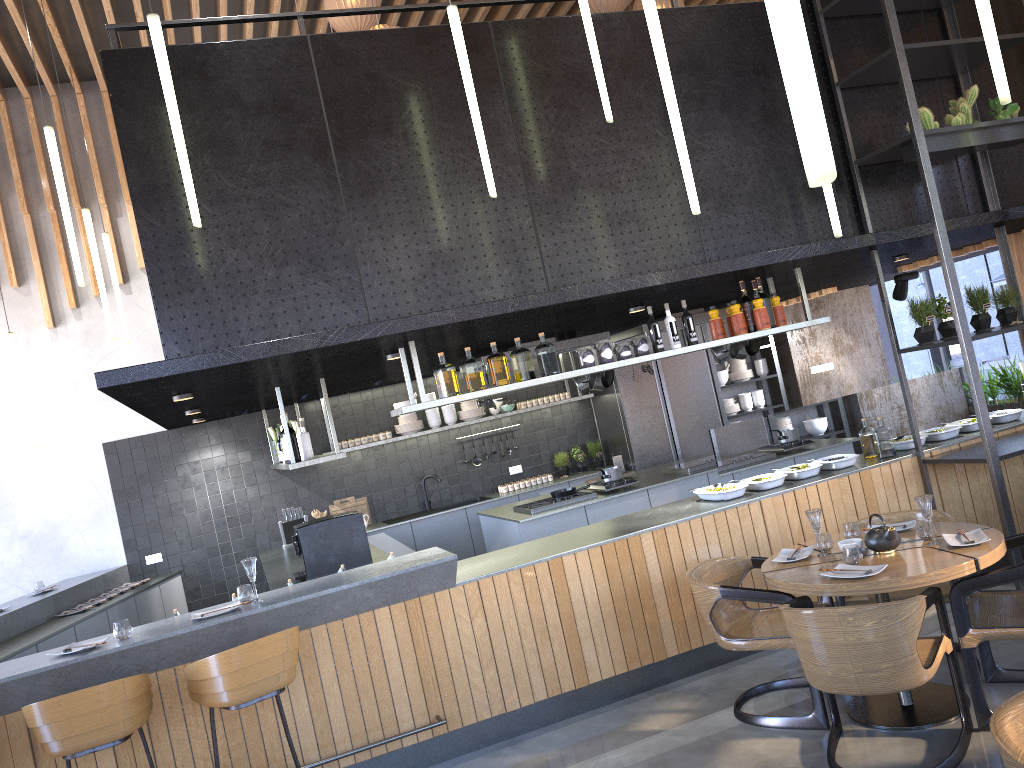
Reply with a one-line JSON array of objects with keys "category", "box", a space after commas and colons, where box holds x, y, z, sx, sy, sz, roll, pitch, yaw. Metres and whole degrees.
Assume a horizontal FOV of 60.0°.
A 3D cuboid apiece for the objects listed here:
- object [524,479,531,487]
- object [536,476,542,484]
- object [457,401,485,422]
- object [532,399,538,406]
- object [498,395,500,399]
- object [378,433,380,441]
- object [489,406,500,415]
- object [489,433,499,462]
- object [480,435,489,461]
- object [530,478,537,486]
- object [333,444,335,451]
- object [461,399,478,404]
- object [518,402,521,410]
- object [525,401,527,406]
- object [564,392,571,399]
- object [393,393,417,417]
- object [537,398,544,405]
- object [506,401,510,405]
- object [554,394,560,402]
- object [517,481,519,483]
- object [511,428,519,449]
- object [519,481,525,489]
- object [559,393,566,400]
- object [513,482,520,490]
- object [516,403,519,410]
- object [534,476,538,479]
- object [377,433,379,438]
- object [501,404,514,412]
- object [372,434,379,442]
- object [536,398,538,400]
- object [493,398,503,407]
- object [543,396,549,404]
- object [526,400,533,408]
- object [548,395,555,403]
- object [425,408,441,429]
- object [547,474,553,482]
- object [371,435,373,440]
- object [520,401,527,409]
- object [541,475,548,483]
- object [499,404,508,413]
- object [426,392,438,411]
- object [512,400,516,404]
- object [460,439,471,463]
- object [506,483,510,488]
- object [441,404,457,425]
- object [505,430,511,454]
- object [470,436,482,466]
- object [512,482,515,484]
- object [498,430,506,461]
[{"category": "object", "box": [0.171, 1.077, 9.635, 0.062, 0.078, 0.062, -12, -1, -13]}, {"category": "object", "box": [0.292, 1.051, 9.676, 0.062, 0.078, 0.062, -12, -1, -13]}, {"category": "object", "box": [-0.442, 0.293, 9.574, 0.304, 0.195, 0.300, -12, -1, -7]}, {"category": "object", "box": [0.249, 0.204, 9.713, 0.062, 0.078, 0.062, -12, -1, -13]}, {"category": "object", "box": [-0.150, 0.164, 9.639, 0.019, 0.082, 0.111, -12, -1, -18]}, {"category": "object", "box": [-1.364, 0.547, 9.267, 0.062, 0.078, 0.062, -12, -1, -23]}, {"category": "object", "box": [-0.186, 0.294, 9.632, 0.118, 0.083, 0.118, -13, -1, 10]}, {"category": "object", "box": [-0.207, 0.689, 9.770, 0.068, 0.337, 0.024, -12, -1, -18]}, {"category": "object", "box": [-0.305, 0.694, 9.731, 0.062, 0.306, 0.038, -12, -1, -18]}, {"category": "object", "box": [0.232, 1.064, 9.656, 0.062, 0.078, 0.062, -12, -1, -13]}, {"category": "object", "box": [-1.818, 0.646, 9.189, 0.062, 0.078, 0.062, -12, -1, -13]}, {"category": "object", "box": [-0.468, 0.163, 9.580, 0.204, 0.106, 0.204, -13, -2, 38]}, {"category": "object", "box": [0.103, 0.237, 9.735, 0.062, 0.078, 0.062, -12, -1, -13]}, {"category": "object", "box": [0.167, 0.223, 9.756, 0.062, 0.078, 0.062, -12, -1, -13]}, {"category": "object", "box": [0.617, 0.126, 9.837, 0.062, 0.078, 0.062, -12, -1, -13]}, {"category": "object", "box": [-1.121, 0.240, 9.377, 0.249, 0.243, 0.248, -12, -1, -18]}, {"category": "object", "box": [0.311, 0.191, 9.734, 0.062, 0.078, 0.062, -12, -1, -13]}, {"category": "object", "box": [-0.067, 0.232, 9.731, 0.111, 0.082, 0.019, -12, -1, -8]}, {"category": "object", "box": [0.495, 0.152, 9.796, 0.062, 0.078, 0.062, -12, -1, -13]}, {"category": "object", "box": [0.088, 1.096, 9.679, 0.062, 0.078, 0.062, -12, -1, -13]}, {"category": "object", "box": [0.024, 0.597, 9.811, 0.074, 0.256, 0.074, -13, -1, 27]}, {"category": "object", "box": [0.108, 1.090, 9.614, 0.062, 0.078, 0.062, -12, -1, -13]}, {"category": "object", "box": [0.556, 0.139, 9.817, 0.062, 0.078, 0.062, -12, -1, -13]}, {"category": "object", "box": [0.047, 1.104, 9.593, 0.062, 0.078, 0.062, -12, -1, -13]}, {"category": "object", "box": [0.081, 0.243, 9.803, 0.062, 0.078, 0.062, -12, -1, -13]}, {"category": "object", "box": [0.272, 1.057, 9.741, 0.062, 0.078, 0.062, -12, -1, -13]}, {"category": "object", "box": [-1.386, 0.553, 9.335, 0.062, 0.078, 0.062, -12, -1, -23]}, {"category": "object", "box": [-0.039, 0.265, 9.567, 0.146, 0.073, 0.146, -14, -2, 44]}, {"category": "object", "box": [-1.426, 0.560, 9.246, 0.062, 0.078, 0.062, -12, -1, -23]}, {"category": "object", "box": [0.290, 0.197, 9.798, 0.062, 0.078, 0.062, -12, -1, -13]}, {"category": "object", "box": [-0.154, 0.204, 9.674, 0.118, 0.083, 0.118, -12, -1, -30]}, {"category": "object", "box": [0.373, 0.178, 9.755, 0.062, 0.078, 0.062, -12, -1, -13]}, {"category": "object", "box": [0.187, 0.217, 9.692, 0.062, 0.078, 0.062, -12, -1, -13]}, {"category": "object", "box": [0.434, 0.165, 9.775, 0.062, 0.078, 0.062, -12, -1, -13]}, {"category": "object", "box": [-0.833, 0.366, 9.434, 0.143, 0.214, 0.149, -13, -1, 10]}, {"category": "object", "box": [0.415, 1.025, 9.718, 0.062, 0.078, 0.062, -12, -1, -13]}, {"category": "object", "box": [-1.447, 0.567, 9.314, 0.062, 0.078, 0.062, -12, -1, -23]}, {"category": "object", "box": [0.124, 0.231, 9.670, 0.062, 0.078, 0.062, -12, -1, -13]}, {"category": "object", "box": [0.354, 1.038, 9.697, 0.062, 0.078, 0.062, -12, -1, -13]}, {"category": "object", "box": [-0.096, 0.277, 9.725, 0.118, 0.083, 0.118, -13, -1, 14]}, {"category": "object", "box": [-0.868, 0.205, 9.437, 0.143, 0.214, 0.149, -13, -1, 10]}, {"category": "object", "box": [-0.002, 0.228, 9.588, 0.111, 0.082, 0.019, -12, -1, -18]}, {"category": "object", "box": [-0.511, 0.723, 9.622, 0.103, 0.280, 0.103, -13, -1, 24]}, {"category": "object", "box": [-0.035, 1.123, 9.637, 0.062, 0.078, 0.062, -12, -1, -13]}, {"category": "object", "box": [-0.667, 0.331, 9.490, 0.143, 0.214, 0.149, -13, -1, 10]}, {"category": "object", "box": [-0.054, 0.636, 9.832, 0.035, 0.298, 0.032, -13, -1, 23]}, {"category": "object", "box": [-0.410, 0.731, 9.698, 0.104, 0.336, 0.031, -12, -1, -19]}, {"category": "object", "box": [0.026, 1.110, 9.658, 0.062, 0.078, 0.062, -12, -1, -13]}, {"category": "object", "box": [-0.112, 0.682, 9.801, 0.033, 0.363, 0.024, -12, -1, -18]}]
